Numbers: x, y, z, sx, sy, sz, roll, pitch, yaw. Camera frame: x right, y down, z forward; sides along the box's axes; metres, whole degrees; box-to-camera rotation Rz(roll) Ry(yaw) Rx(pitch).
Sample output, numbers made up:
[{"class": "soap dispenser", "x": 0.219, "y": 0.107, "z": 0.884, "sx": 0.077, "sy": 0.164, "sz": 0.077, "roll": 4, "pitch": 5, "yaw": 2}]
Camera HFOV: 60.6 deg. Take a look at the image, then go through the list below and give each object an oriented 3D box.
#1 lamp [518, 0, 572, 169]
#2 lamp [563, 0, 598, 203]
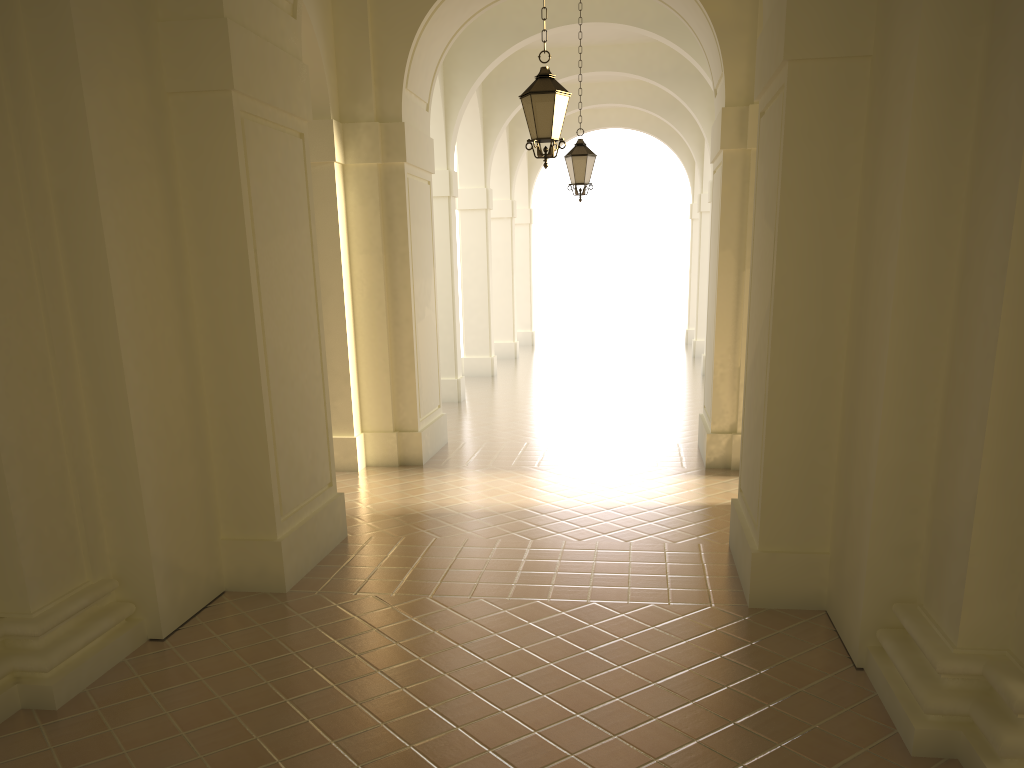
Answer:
[{"class": "lamp", "x": 0.292, "y": -3.736, "z": 8.007, "sx": 0.439, "sy": 3.450, "sz": 0.492, "roll": -7, "pitch": 17, "yaw": -21}, {"class": "lamp", "x": 1.000, "y": -4.406, "z": 12.798, "sx": 0.510, "sy": 3.450, "sz": 0.424, "roll": 1, "pitch": 16, "yaw": 8}]
